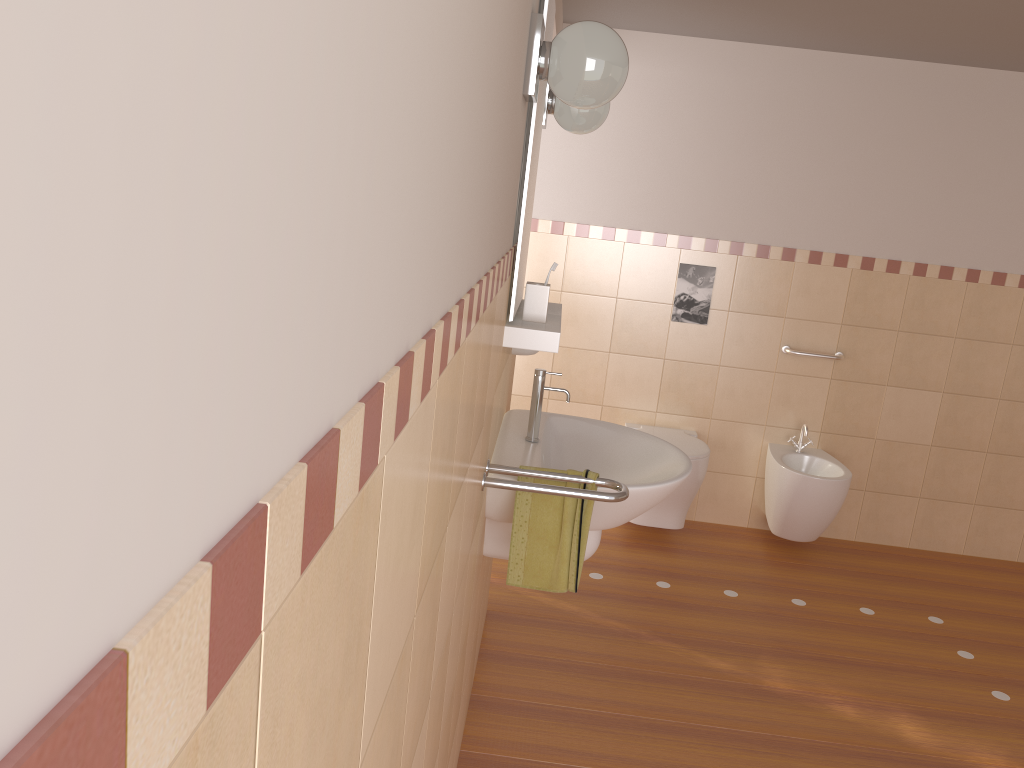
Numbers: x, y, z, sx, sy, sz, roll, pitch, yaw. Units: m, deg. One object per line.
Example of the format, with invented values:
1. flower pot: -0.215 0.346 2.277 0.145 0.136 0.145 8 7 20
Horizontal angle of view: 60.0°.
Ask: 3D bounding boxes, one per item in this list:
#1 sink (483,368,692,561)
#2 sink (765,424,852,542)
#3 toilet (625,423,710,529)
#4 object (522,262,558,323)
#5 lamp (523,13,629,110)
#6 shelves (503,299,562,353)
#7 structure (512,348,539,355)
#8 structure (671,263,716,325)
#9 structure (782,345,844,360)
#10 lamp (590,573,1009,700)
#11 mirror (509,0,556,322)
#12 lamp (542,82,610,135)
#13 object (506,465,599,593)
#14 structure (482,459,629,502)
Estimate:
1. sink: 0.216 0.232 2.441 0.539 0.516 0.683 7 13 2
2. sink: 1.359 0.468 4.120 0.335 0.517 0.515 7 13 2
3. toilet: 0.695 0.446 4.148 0.375 0.400 0.534 7 13 2
4. object: 0.071 -0.232 2.222 0.073 0.149 0.063 7 13 2
5. lamp: 0.136 -0.658 1.828 0.209 0.173 0.173 7 13 2
6. shelves: 0.061 -0.163 2.365 0.138 0.050 0.554 7 13 2
7. structure: 0.044 -0.104 2.715 0.092 0.029 0.117 7 13 2
8. structure: 0.863 -0.425 4.214 0.170 0.279 0.005 7 13 2
9. structure: 1.436 -0.141 4.201 0.295 0.042 0.091 7 13 2
10. lamp: 0.230 1.124 2.159 2.893 0.001 3.173 7 13 2
11. mirror: 0.057 -0.589 2.273 0.008 0.799 0.502 7 13 2
12. lamp: 0.187 -0.833 2.634 0.209 0.173 0.173 7 13 2
13. object: 0.094 0.339 2.098 0.181 0.306 0.085 11 13 18
14. structure: 0.100 0.226 2.014 0.333 0.042 0.142 7 13 2
